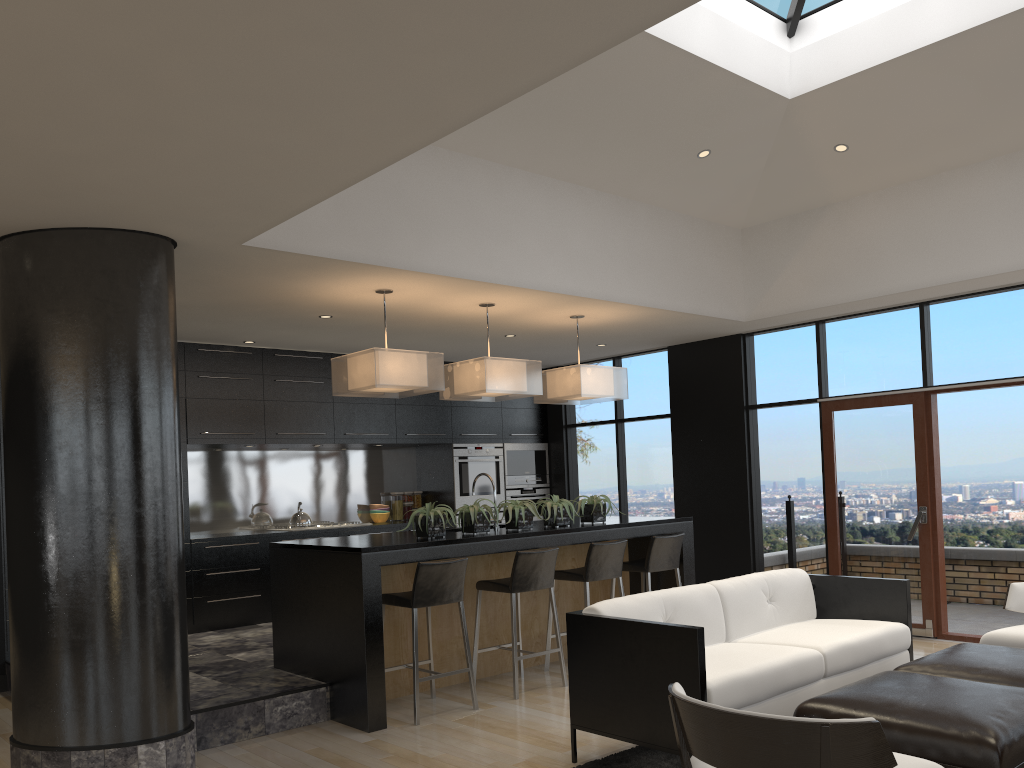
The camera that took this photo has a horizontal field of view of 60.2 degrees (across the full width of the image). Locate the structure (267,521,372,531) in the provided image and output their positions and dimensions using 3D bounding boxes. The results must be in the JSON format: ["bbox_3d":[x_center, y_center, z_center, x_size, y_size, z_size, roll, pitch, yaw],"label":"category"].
[{"bbox_3d":[-1.908,1.423,8.782,0.901,0.066,0.523,3,-8,-41],"label":"structure"}]

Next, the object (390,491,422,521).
[{"bbox_3d":[-1.161,1.350,9.774,0.365,0.314,0.114,1,-3,-41],"label":"object"}]

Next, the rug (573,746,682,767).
[{"bbox_3d":[2.011,1.784,4.115,3.034,0.011,2.494,3,-8,-40],"label":"rug"}]

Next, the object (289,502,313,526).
[{"bbox_3d":[-2.050,1.257,8.560,0.222,0.229,0.221,-5,-5,41],"label":"object"}]

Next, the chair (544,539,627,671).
[{"bbox_3d":[0.569,1.633,6.512,0.475,0.960,0.521,-1,-3,-41],"label":"chair"}]

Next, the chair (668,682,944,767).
[{"bbox_3d":[0.946,1.374,2.994,0.684,0.672,0.809,1,-5,-41],"label":"chair"}]

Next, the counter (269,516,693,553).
[{"bbox_3d":[-0.090,1.092,6.574,3.116,0.032,1.185,3,-8,-41],"label":"counter"}]

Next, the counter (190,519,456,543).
[{"bbox_3d":[-1.919,1.448,8.796,2.862,0.033,0.734,3,-8,-41],"label":"counter"}]

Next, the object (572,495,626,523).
[{"bbox_3d":[0.624,0.972,6.880,0.397,0.216,0.409,-1,-5,-17],"label":"object"}]

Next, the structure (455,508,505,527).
[{"bbox_3d":[-0.334,1.729,9.713,0.701,0.704,0.086,1,-3,-41],"label":"structure"}]

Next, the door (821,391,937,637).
[{"bbox_3d":[3.068,1.098,7.459,0.095,1.986,0.901,-2,-2,-41],"label":"door"}]

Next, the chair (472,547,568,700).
[{"bbox_3d":[0.044,1.603,6.049,0.475,0.960,0.521,-1,-3,-41],"label":"chair"}]

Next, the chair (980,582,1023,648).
[{"bbox_3d":[3.223,1.505,5.040,0.684,0.672,0.809,1,-5,-41],"label":"chair"}]

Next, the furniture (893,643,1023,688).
[{"bbox_3d":[2.395,1.545,4.233,0.828,0.481,0.832,2,-7,-41],"label":"furniture"}]

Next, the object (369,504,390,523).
[{"bbox_3d":[-1.425,1.391,9.507,0.205,0.204,0.186,1,-4,-40],"label":"object"}]

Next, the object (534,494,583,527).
[{"bbox_3d":[0.371,0.939,6.582,0.406,0.238,0.400,-1,-5,-17],"label":"object"}]

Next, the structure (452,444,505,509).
[{"bbox_3d":[-0.364,1.011,9.724,0.701,0.704,0.086,1,-3,-41],"label":"structure"}]

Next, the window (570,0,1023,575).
[{"bbox_3d":[0.191,-0.887,0.902,10.163,4.764,15.919,-6,-7,35],"label":"window"}]

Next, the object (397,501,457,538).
[{"bbox_3d":[-0.577,0.893,5.811,0.406,0.238,0.400,-1,-5,-17],"label":"object"}]

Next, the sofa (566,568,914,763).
[{"bbox_3d":[1.321,1.489,4.776,2.033,0.800,0.842,3,-6,-41],"label":"sofa"}]

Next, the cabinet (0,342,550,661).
[{"bbox_3d":[-1.921,0.992,8.785,5.730,2.515,0.731,2,-4,-41],"label":"cabinet"}]

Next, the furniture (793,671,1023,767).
[{"bbox_3d":[1.756,1.510,3.671,0.828,0.481,0.832,2,-7,-41],"label":"furniture"}]

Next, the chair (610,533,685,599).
[{"bbox_3d":[1.074,1.661,6.957,0.475,0.960,0.521,-1,-3,-41],"label":"chair"}]

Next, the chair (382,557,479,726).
[{"bbox_3d":[-0.547,1.571,5.529,0.475,0.960,0.521,-1,-3,-41],"label":"chair"}]

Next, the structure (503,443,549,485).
[{"bbox_3d":[0.171,0.921,10.189,0.676,0.472,0.027,2,-3,-41],"label":"structure"}]

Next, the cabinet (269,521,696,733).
[{"bbox_3d":[-0.068,1.625,6.566,3.116,1.033,1.185,3,-6,-41],"label":"cabinet"}]

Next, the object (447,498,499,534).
[{"bbox_3d":[-0.252,0.907,6.063,0.397,0.238,0.409,-1,-5,-17],"label":"object"}]

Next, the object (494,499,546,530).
[{"bbox_3d":[0.090,0.934,6.331,0.406,0.216,0.400,-1,-5,-17],"label":"object"}]

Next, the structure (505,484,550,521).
[{"bbox_3d":[0.190,1.384,10.183,0.678,0.443,0.071,2,-3,-41],"label":"structure"}]

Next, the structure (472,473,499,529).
[{"bbox_3d":[-0.282,1.197,6.793,2.778,1.014,0.658,3,-5,-42],"label":"structure"}]
